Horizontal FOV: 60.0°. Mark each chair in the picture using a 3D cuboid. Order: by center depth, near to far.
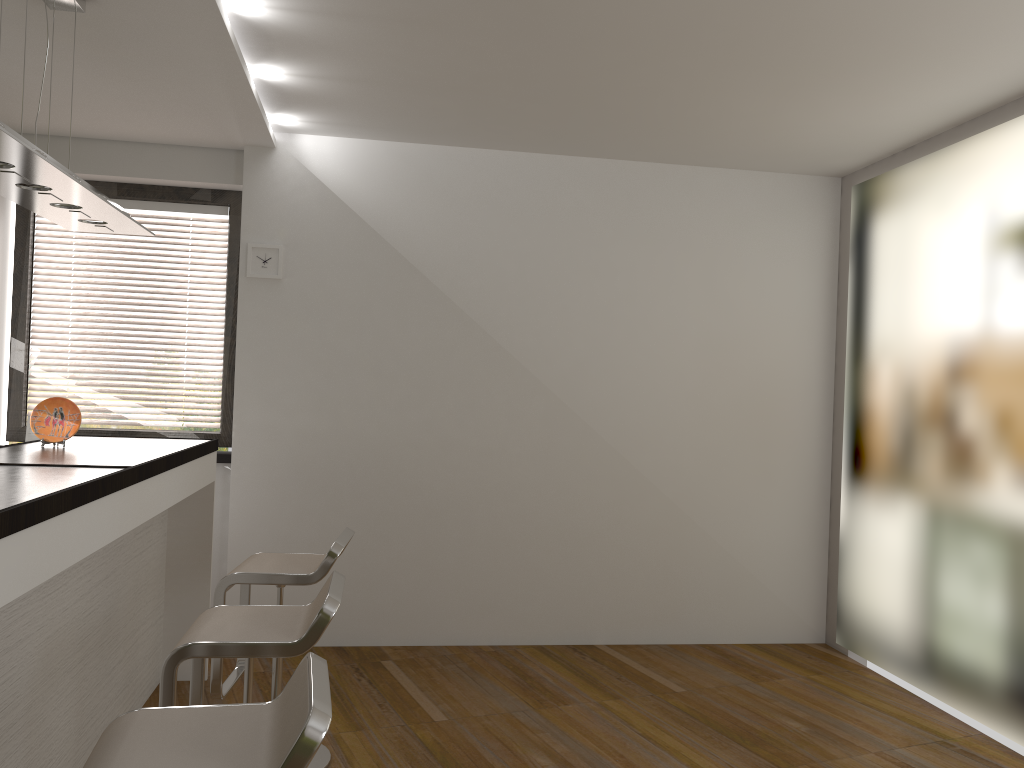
[{"bbox_3d":[-0.587,0.974,1.635,0.460,0.857,0.418,2,-1,-14],"label":"chair"},{"bbox_3d":[-0.719,0.977,2.472,0.460,0.857,0.418,2,-1,-9],"label":"chair"},{"bbox_3d":[-0.851,0.979,3.308,0.460,0.857,0.418,2,-1,-4],"label":"chair"}]

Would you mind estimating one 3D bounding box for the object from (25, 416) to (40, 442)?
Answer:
[{"bbox_3d":[-2.503,0.255,4.682,0.106,0.169,0.057,2,-1,-14],"label":"object"}]

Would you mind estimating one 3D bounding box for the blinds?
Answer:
[{"bbox_3d":[-5.334,-3.003,7.422,9.030,12.704,16.000,2,-1,31],"label":"blinds"}]

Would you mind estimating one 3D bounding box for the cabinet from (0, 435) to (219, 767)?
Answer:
[{"bbox_3d":[-1.513,0.810,2.694,0.663,1.134,2.947,2,-1,-9],"label":"cabinet"}]

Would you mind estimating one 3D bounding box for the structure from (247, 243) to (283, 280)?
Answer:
[{"bbox_3d":[-1.316,-0.653,4.726,0.180,0.180,0.026,2,-1,-9],"label":"structure"}]

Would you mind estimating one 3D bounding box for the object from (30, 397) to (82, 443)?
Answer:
[{"bbox_3d":[-1.779,0.140,3.460,0.184,0.178,0.055,2,-1,-13],"label":"object"}]

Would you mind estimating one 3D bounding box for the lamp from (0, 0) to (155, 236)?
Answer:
[{"bbox_3d":[-1.464,-0.947,2.743,0.326,0.683,1.677,2,-1,-9],"label":"lamp"}]

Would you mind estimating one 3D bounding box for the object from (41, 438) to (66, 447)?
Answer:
[{"bbox_3d":[-1.779,0.177,3.459,0.088,0.131,0.072,2,-1,-14],"label":"object"}]
